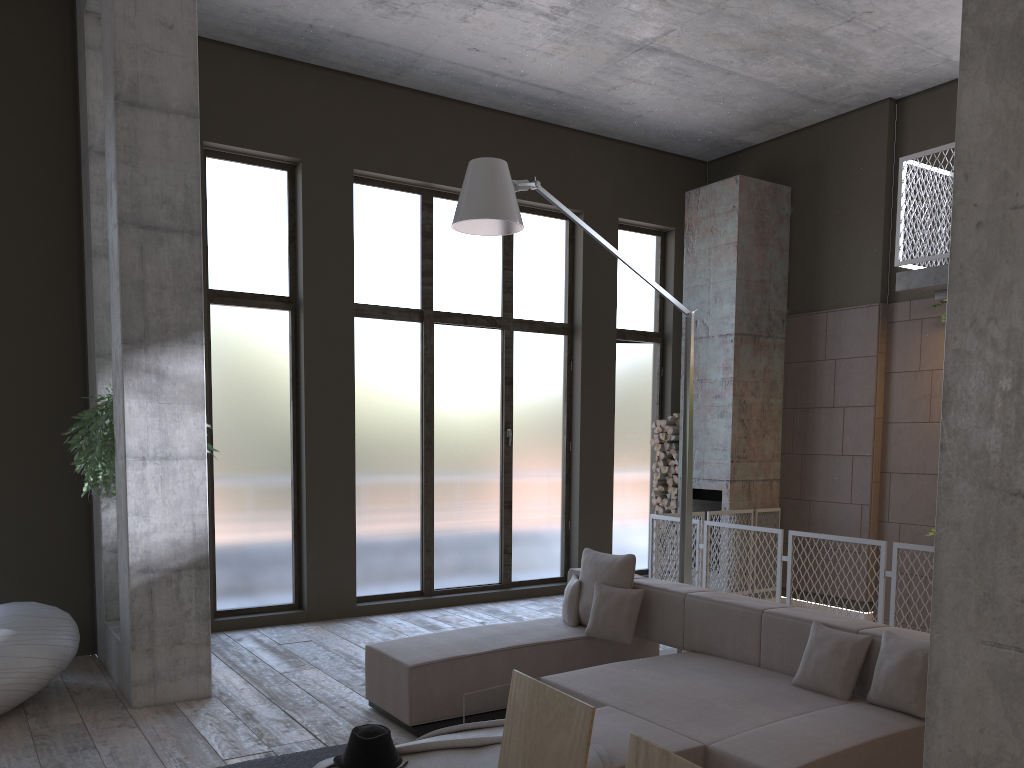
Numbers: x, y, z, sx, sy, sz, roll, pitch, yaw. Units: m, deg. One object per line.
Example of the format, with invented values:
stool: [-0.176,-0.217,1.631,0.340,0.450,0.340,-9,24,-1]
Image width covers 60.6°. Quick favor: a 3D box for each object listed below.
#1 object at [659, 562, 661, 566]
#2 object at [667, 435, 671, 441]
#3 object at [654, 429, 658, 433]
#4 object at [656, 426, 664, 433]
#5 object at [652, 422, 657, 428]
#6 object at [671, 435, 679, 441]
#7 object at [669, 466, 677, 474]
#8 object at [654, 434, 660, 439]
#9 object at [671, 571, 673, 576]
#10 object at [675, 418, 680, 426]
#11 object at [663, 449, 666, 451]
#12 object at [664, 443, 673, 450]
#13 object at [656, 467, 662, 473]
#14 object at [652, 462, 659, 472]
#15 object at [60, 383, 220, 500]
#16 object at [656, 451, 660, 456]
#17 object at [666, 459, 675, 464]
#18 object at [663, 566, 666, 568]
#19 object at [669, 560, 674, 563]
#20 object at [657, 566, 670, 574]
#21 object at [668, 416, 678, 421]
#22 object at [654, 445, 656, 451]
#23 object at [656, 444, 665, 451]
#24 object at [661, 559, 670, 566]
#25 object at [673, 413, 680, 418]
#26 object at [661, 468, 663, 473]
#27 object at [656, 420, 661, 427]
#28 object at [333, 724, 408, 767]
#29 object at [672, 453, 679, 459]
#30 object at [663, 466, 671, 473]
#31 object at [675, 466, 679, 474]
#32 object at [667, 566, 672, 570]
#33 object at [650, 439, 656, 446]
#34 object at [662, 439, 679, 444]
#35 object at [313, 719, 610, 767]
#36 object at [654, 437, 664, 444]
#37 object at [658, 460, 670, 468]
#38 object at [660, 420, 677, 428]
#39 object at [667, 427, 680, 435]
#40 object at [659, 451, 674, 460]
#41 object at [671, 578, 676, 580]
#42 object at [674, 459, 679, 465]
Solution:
object: [1.913,2.157,10.583,0.332,0.057,0.088,3,-2,-34]
object: [2.000,0.634,10.344,0.422,0.067,0.067,3,-1,-34]
object: [1.885,0.565,10.545,0.363,0.069,0.122,3,-2,-32]
object: [1.907,0.548,10.440,0.435,0.080,0.112,3,-2,-34]
object: [1.858,0.494,10.530,0.423,0.069,0.067,3,0,-34]
object: [2.044,0.630,10.276,0.422,0.068,0.066,3,-1,-34]
object: [2.060,1.014,10.373,0.455,0.090,0.090,3,-1,-34]
object: [1.881,0.637,10.534,0.425,0.087,0.066,3,0,-35]
object: [2.048,2.241,10.444,0.425,0.086,0.066,3,0,-35]
object: [2.071,0.457,10.347,0.294,0.109,0.099,2,0,-32]
object: [1.925,0.774,10.463,0.332,0.057,0.088,3,-2,-34]
object: [1.994,0.740,10.390,0.455,0.090,0.090,3,-1,-35]
object: [1.915,1.034,10.565,0.422,0.068,0.067,3,-1,-34]
object: [1.850,1.007,10.597,0.363,0.126,0.063,2,2,-34]
object: [-2.713,0.843,6.304,0.998,1.879,0.961,2,3,23]
object: [1.881,0.846,10.560,0.292,0.104,0.100,2,0,-32]
object: [2.009,0.935,10.473,0.362,0.087,0.101,3,-1,-34]
object: [1.967,2.194,10.550,0.359,0.075,0.064,3,0,-34]
object: [2.045,2.110,10.467,0.423,0.072,0.067,3,0,-34]
object: [1.884,2.232,10.578,0.294,0.108,0.098,2,0,-32]
object: [1.989,0.417,10.366,0.359,0.074,0.065,3,0,-35]
object: [1.880,0.767,10.522,0.422,0.068,0.067,3,-1,-34]
object: [1.919,0.754,10.457,0.479,0.084,0.093,3,-1,-34]
object: [1.982,2.122,10.510,0.455,0.090,0.090,3,-1,-35]
object: [2.045,0.378,10.325,0.332,0.056,0.087,3,-2,-34]
object: [1.959,1.032,10.498,0.422,0.068,0.067,3,-1,-34]
object: [1.917,0.477,10.492,0.455,0.091,0.090,3,-1,-35]
object: [-0.555,1.435,3.459,0.301,0.170,0.298,-1,-2,45]
object: [2.060,0.859,10.323,0.425,0.086,0.066,3,0,-35]
object: [1.998,1.018,10.433,0.479,0.084,0.093,3,-1,-34]
object: [2.104,1.002,10.297,0.437,0.093,0.091,3,0,-34]
object: [2.019,2.176,10.462,0.363,0.068,0.121,3,-2,-32]
object: [1.853,0.706,10.552,0.437,0.093,0.091,3,0,-34]
object: [1.976,0.678,10.408,0.435,0.080,0.114,3,-2,-34]
object: [-0.407,1.710,3.562,1.596,0.506,1.041,1,-2,-14]
object: [1.897,0.676,10.475,0.455,0.090,0.090,3,-1,-34]
object: [1.945,0.953,10.526,0.437,0.094,0.092,3,0,-34]
object: [1.896,0.476,10.371,0.292,0.104,0.103,2,0,-34]
object: [2.017,0.552,10.300,0.437,0.094,0.093,3,-1,-34]
object: [1.895,0.849,10.457,0.294,0.108,0.098,2,0,-32]
object: [2.070,2.296,10.428,0.422,0.073,0.071,3,0,-34]
object: [2.082,0.913,10.307,0.422,0.073,0.071,3,0,-34]
